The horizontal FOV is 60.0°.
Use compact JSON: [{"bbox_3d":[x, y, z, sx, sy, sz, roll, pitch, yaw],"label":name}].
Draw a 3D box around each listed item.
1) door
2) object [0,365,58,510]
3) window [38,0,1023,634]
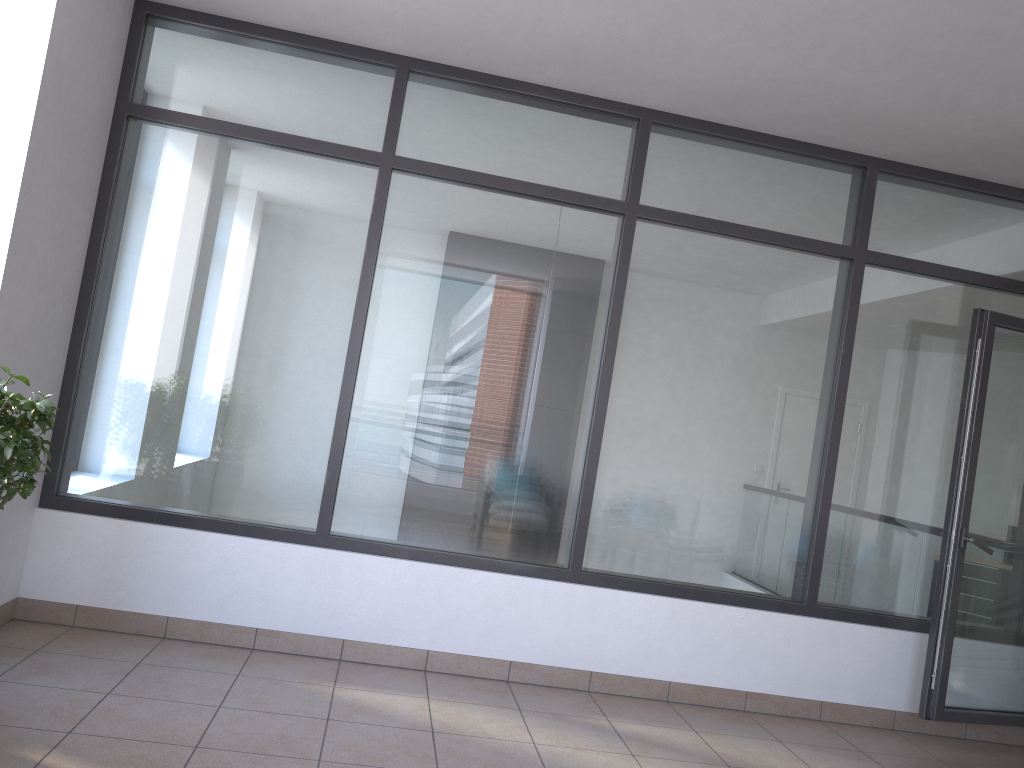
[{"bbox_3d":[2.657,0.488,4.185,0.924,2.500,0.905,10,-3,-7],"label":"door"},{"bbox_3d":[-1.805,0.500,2.588,0.721,1.338,0.731,9,-3,-4],"label":"object"},{"bbox_3d":[0.478,-0.206,4.487,5.002,2.402,0.170,10,-3,-7],"label":"window"}]
